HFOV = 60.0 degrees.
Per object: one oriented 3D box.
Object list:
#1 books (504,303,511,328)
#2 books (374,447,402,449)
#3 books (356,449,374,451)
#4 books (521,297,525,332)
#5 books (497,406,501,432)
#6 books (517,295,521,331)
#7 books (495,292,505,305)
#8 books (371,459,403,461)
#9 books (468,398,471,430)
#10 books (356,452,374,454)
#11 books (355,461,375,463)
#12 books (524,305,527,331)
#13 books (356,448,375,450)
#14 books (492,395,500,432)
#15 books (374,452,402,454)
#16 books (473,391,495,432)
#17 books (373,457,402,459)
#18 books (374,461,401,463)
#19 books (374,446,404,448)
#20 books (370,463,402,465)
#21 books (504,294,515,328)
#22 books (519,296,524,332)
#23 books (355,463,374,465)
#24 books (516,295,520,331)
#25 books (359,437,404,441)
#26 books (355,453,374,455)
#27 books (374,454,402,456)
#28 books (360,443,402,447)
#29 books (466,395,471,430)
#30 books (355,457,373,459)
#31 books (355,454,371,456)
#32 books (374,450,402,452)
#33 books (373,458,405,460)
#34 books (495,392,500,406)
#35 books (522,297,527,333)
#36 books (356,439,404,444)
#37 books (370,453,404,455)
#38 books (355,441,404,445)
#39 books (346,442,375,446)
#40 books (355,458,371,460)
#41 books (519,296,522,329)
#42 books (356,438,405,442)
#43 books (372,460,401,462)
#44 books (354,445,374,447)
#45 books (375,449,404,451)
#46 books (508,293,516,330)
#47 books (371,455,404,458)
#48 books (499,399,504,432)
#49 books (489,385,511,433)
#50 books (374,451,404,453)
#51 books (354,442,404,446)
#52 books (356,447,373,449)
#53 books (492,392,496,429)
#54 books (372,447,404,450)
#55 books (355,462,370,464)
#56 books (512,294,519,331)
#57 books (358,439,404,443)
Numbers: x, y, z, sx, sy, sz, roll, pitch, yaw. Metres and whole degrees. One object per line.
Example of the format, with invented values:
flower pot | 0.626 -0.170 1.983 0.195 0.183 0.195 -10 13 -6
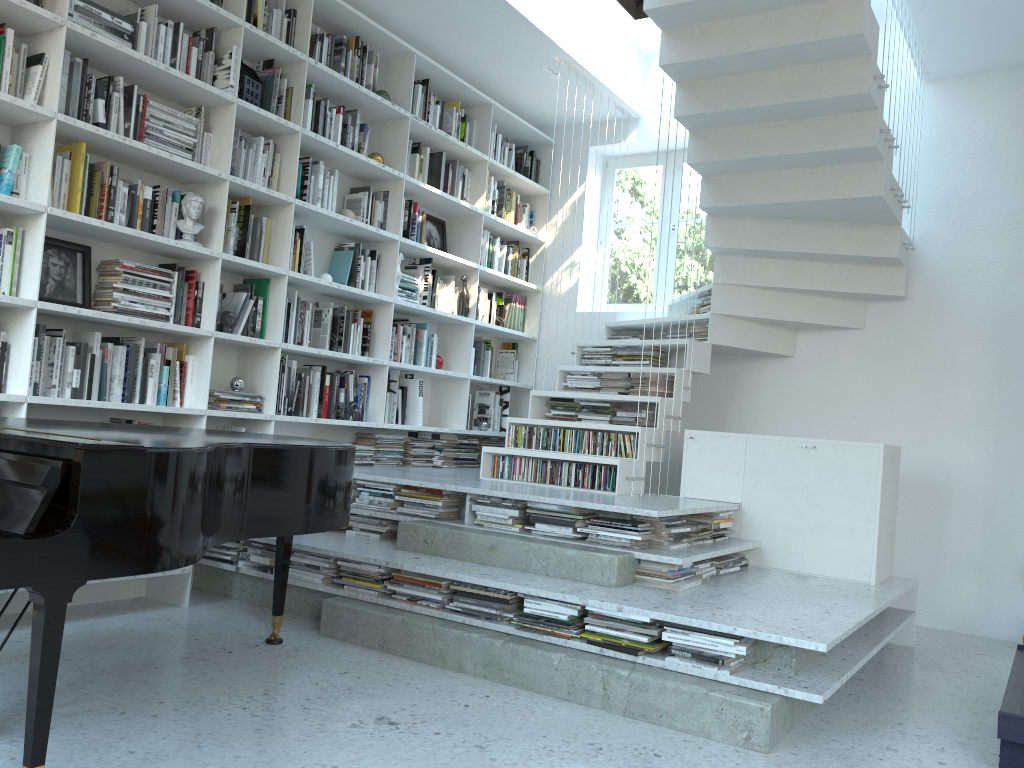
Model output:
books | -0.104 -0.489 6.496 0.167 0.217 0.089 3 -3 32
books | -0.821 0.387 5.469 0.161 0.006 0.254 3 -4 32
books | -0.986 0.378 5.183 0.193 0.007 0.346 3 -3 27
books | 0.009 -0.512 6.678 0.169 0.293 0.018 3 -3 32
books | -0.161 0.248 6.370 0.176 0.188 0.024 3 -3 32
books | -0.016 -0.516 6.630 0.169 0.293 0.018 3 -3 32
books | -0.142 -0.528 6.455 0.170 0.277 0.026 3 -3 32
books | -0.819 0.462 5.463 0.159 0.007 0.285 3 -3 28
books | -0.355 0.187 6.011 0.151 0.238 0.030 3 -3 32
books | -0.993 0.392 5.185 0.193 0.007 0.346 3 -3 29
books | -0.994 0.444 5.177 0.193 0.007 0.346 2 -4 37
books | 0.029 -0.509 6.709 0.169 0.293 0.018 3 -3 32
books | -0.993 0.370 5.188 0.193 0.007 0.346 3 -4 34
books | -0.174 0.206 6.335 0.168 0.266 0.031 3 -3 32
books | -0.821 0.421 5.469 0.161 0.007 0.254 3 -4 33
books | -0.200 0.192 6.293 0.159 0.285 0.012 3 -3 32
books | -0.817 0.449 5.465 0.161 0.007 0.254 3 -3 28
books | -0.828 0.475 5.467 0.161 0.007 0.254 3 -4 32
books | -0.817 0.381 5.467 0.159 0.005 0.285 3 -4 30
books | -0.830 0.489 5.467 0.159 0.007 0.285 3 -4 32
books | -0.081 -0.524 6.533 0.169 0.291 0.072 3 -3 32
books | 0.004 -0.513 6.660 0.169 0.293 0.018 3 -3 32
books | -0.998 0.459 5.177 0.193 0.007 0.346 2 -4 36
books | -0.029 -0.518 6.616 0.169 0.293 0.018 3 -3 32
books | -0.807 0.339 5.468 0.161 0.006 0.254 3 -3 27
books | -0.989 0.400 5.182 0.195 0.008 0.308 2 -4 37
books | -0.817 0.435 5.465 0.161 0.007 0.254 3 -3 28
books | -0.819 0.376 5.469 0.161 0.006 0.254 3 -4 31
books | -0.365 0.188 5.991 0.183 0.233 0.014 3 -3 32
books | -0.999 0.422 5.183 0.193 0.007 0.346 3 -4 30
books | -1.002 0.407 5.187 0.195 0.008 0.308 3 -4 32
books | -0.820 0.407 5.470 0.161 0.007 0.254 3 -4 33
books | -0.816 0.456 5.464 0.159 0.007 0.285 2 -4 37
books | -0.149 0.200 6.395 0.141 0.287 0.047 3 -3 32
books | 0.028 -0.510 6.688 0.169 0.293 0.018 3 -3 32
books | -0.811 0.355 5.466 0.159 0.005 0.285 3 -3 28
books | -0.816 0.428 5.465 0.159 0.007 0.285 3 -3 28
books | -0.818 0.365 5.469 0.159 0.005 0.285 3 -4 31
books | -0.991 0.348 5.189 0.193 0.007 0.346 3 -4 34
books | -1.000 0.429 5.182 0.195 0.008 0.308 3 -4 34
books | -0.010 -0.515 6.647 0.169 0.293 0.018 3 -3 32
books | -0.811 0.344 5.470 0.159 0.005 0.285 3 -3 29
books | -0.826 0.468 5.466 0.161 0.007 0.254 3 -4 33
books | -0.992 0.355 5.188 0.193 0.007 0.346 3 -4 30
books | -0.820 0.400 5.470 0.159 0.007 0.285 3 -4 33
books | -0.061 -0.523 6.565 0.169 0.294 0.033 3 -3 32
books | -0.820 0.441 5.468 0.159 0.007 0.285 3 -4 34
books | -0.135 0.225 6.426 0.140 0.243 0.024 3 -3 32
books | -0.101 0.182 6.428 0.185 0.335 0.010 3 -3 32
books | -0.812 0.414 5.465 0.159 0.007 0.285 3 -3 27
books | -0.819 0.371 5.469 0.159 0.005 0.285 3 -4 33
books | -0.992 0.362 5.188 0.195 0.008 0.308 3 -4 34
books | -0.199 0.194 6.327 0.159 0.285 0.012 3 -3 32
books | -0.821 0.393 5.472 0.159 0.007 0.285 3 -4 32
books | -0.998 0.452 5.178 0.195 0.008 0.308 3 -3 28
books | -0.036 -0.521 6.578 0.169 0.293 0.018 3 -3 32
books | -0.809 0.350 5.469 0.161 0.006 0.254 2 -4 36
